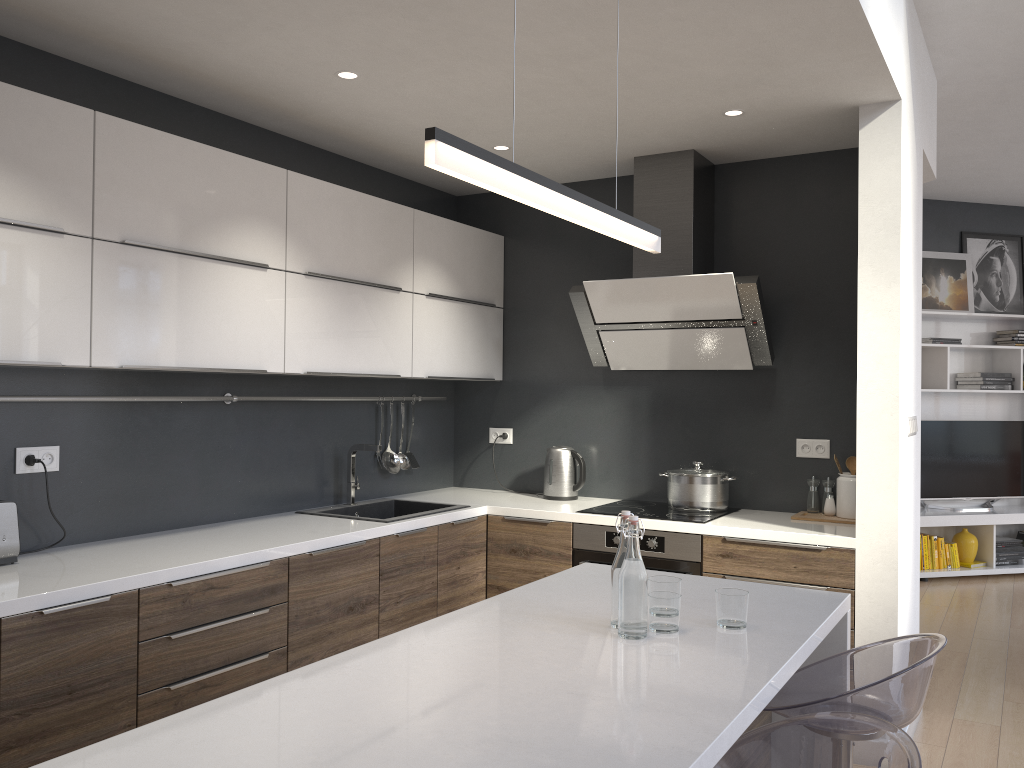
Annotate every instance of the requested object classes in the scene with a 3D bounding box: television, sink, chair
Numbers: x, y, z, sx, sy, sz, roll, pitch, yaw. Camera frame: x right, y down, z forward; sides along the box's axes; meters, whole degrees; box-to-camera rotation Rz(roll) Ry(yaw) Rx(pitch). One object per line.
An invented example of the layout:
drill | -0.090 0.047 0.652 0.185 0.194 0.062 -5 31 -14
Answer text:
television | 3.651 0.647 7.125 1.102 0.704 0.207 1 -1 -15
sink | -0.571 0.537 4.014 0.512 0.518 0.626 0 -1 30
chair | 0.786 0.997 2.100 0.434 0.838 0.475 0 -1 28
chair | 0.484 1.014 1.583 0.434 0.787 0.475 1 -1 -7

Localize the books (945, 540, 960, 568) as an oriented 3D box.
books | 3.412 1.318 6.890 0.046 0.193 0.149 1 -1 -14

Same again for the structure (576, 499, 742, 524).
structure | 0.684 0.583 4.091 0.600 0.006 0.550 0 -1 30

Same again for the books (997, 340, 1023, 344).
books | 4.130 -0.337 7.226 0.264 0.020 0.189 1 -1 -16

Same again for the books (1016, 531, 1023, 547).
books | 4.102 1.309 7.100 0.104 0.234 0.182 1 -1 -15

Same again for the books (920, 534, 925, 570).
books | 3.081 1.275 6.812 0.048 0.271 0.213 1 -1 -15

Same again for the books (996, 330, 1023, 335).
books | 4.133 -0.417 7.232 0.266 0.030 0.209 1 -1 -21

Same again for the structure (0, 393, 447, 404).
structure | -1.134 0.060 3.591 0.050 0.045 3.000 0 -1 30

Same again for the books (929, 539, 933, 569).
books | 3.166 1.298 6.821 0.042 0.230 0.156 1 -1 -16

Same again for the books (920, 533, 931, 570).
books | 3.144 1.279 6.833 0.038 0.267 0.202 1 -1 -14

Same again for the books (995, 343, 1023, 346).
books | 4.132 -0.311 7.223 0.284 0.030 0.214 1 -1 -11

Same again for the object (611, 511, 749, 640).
object | 0.394 0.429 2.024 0.323 0.267 0.148 1 -1 -5

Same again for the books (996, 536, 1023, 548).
books | 3.863 1.260 7.092 0.310 0.047 0.250 1 -1 -19

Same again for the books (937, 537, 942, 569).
books | 3.242 1.293 6.836 0.043 0.240 0.169 1 -1 -16

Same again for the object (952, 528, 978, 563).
object | 3.542 1.258 6.936 0.185 0.257 0.185 1 -1 -37

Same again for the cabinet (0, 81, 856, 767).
cabinet | -0.477 0.155 2.397 2.402 2.501 4.694 0 -1 30

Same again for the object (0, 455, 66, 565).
object | -1.593 0.387 2.671 0.191 0.319 0.562 0 -1 31

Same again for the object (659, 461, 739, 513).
object | 0.867 0.471 4.134 0.288 0.223 0.315 1 -1 -19

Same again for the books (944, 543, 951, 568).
books | 3.326 1.320 6.863 0.056 0.188 0.138 1 -1 -15

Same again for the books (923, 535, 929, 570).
books | 3.114 1.282 6.827 0.066 0.258 0.198 1 -1 -15

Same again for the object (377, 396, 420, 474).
object | -0.585 0.256 4.517 0.069 0.389 0.320 0 -1 32

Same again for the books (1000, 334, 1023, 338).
books | 4.139 -0.390 7.221 0.246 0.026 0.180 1 -1 -12

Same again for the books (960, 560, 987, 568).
books | 3.541 1.402 6.967 0.204 0.029 0.270 1 -1 -30

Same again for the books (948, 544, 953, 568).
books | 3.348 1.320 6.862 0.046 0.187 0.134 1 -1 -15

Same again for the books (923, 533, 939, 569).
books | 3.207 1.286 6.847 0.055 0.252 0.185 1 -1 -16

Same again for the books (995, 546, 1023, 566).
books | 3.874 1.353 7.071 0.343 0.137 0.277 1 -1 -20

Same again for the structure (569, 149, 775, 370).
structure | 0.745 -0.569 4.175 0.898 0.998 0.407 0 -1 30

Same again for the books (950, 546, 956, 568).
books | 3.370 1.330 6.855 0.049 0.169 0.113 1 -1 -16

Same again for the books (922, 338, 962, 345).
books | 3.341 -0.332 7.011 0.310 0.047 0.250 1 -1 -19

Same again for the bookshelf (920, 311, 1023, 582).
bookshelf | 3.689 0.473 7.023 3.000 2.052 0.455 1 -1 -15

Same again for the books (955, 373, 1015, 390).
books | 3.812 -0.019 7.152 0.343 0.137 0.277 1 -1 -20

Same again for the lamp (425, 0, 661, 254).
lamp | 0.125 -0.721 1.848 0.020 0.756 0.998 0 -1 30

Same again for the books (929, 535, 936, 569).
books | 3.185 1.285 6.830 0.041 0.252 0.180 1 -1 -15

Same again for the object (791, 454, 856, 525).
object | 1.411 0.434 3.876 0.330 0.316 0.221 0 -1 30

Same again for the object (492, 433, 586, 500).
object | 0.133 0.426 4.613 0.590 0.318 0.179 0 -1 37

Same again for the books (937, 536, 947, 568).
books | 3.289 1.296 6.878 0.056 0.235 0.172 1 -1 -16

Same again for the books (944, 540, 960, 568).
books | 3.390 1.318 6.876 0.067 0.193 0.148 1 -1 -14

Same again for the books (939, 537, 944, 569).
books | 3.261 1.295 6.861 0.043 0.235 0.171 1 -1 -16

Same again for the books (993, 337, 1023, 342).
books | 4.128 -0.362 7.246 0.284 0.030 0.214 1 -1 -11

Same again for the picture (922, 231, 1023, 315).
picture | 3.672 -0.900 7.241 1.279 0.707 0.076 1 -1 -15

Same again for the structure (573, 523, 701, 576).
structure | 0.657 0.925 4.048 0.587 0.588 0.584 0 -1 30
